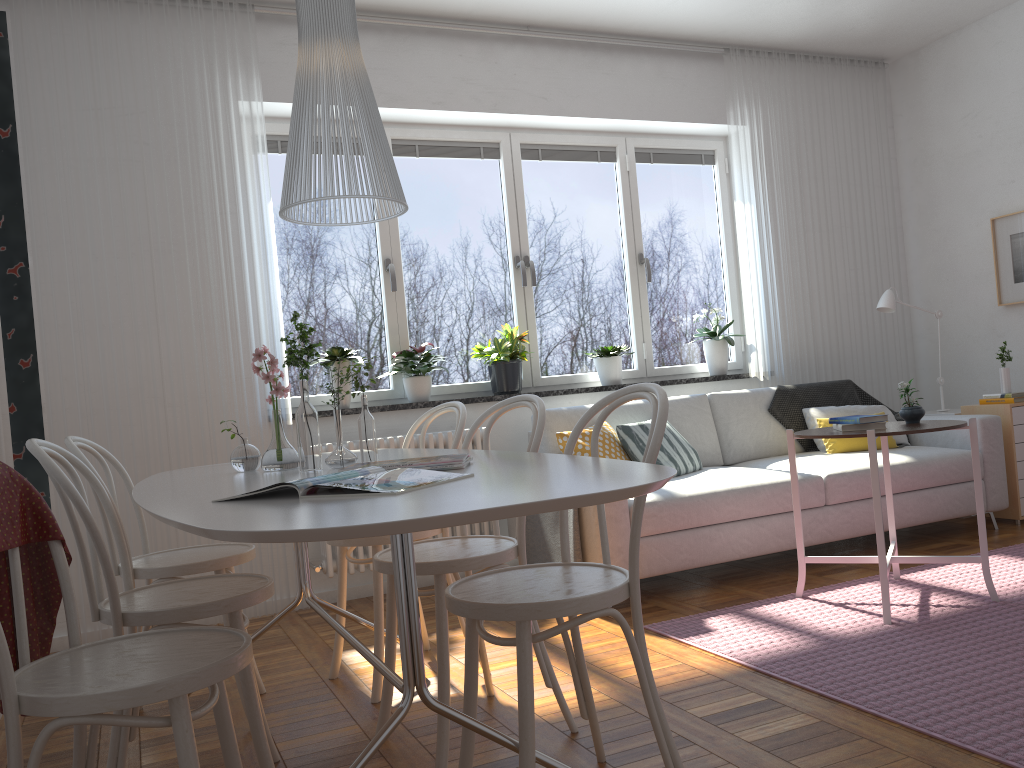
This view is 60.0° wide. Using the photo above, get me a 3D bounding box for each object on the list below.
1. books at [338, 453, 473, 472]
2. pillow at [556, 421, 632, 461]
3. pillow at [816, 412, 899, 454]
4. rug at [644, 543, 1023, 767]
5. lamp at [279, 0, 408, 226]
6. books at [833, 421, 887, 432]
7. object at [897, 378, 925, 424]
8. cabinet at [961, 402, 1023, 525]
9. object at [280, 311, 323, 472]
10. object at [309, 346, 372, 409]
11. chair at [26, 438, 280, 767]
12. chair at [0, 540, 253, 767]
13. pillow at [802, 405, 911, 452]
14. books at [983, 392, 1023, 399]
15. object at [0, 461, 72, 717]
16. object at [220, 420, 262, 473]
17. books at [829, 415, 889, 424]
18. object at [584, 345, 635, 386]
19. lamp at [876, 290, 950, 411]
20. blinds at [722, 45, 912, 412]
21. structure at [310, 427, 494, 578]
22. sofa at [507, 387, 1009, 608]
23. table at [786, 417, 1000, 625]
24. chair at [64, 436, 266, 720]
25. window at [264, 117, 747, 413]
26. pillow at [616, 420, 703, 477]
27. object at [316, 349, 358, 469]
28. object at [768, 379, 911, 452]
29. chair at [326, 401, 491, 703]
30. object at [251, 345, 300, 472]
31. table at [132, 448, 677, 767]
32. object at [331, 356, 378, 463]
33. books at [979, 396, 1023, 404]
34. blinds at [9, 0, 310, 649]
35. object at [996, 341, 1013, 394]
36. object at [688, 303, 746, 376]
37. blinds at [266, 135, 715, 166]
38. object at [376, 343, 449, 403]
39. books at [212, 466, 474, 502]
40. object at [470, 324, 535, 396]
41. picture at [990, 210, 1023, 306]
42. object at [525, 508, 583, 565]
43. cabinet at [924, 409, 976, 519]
[{"bbox_3d":[-0.234,0.183,1.981,0.278,0.022,0.204,-5,-1,3],"label":"books"},{"bbox_3d":[0.433,0.340,4.309,0.313,0.318,0.464,-5,-1,34],"label":"pillow"},{"bbox_3d":[1.849,0.262,4.756,0.401,0.194,0.211,-5,0,-6],"label":"pillow"},{"bbox_3d":[2.088,0.768,2.769,2.456,0.008,2.367,-5,-1,-24],"label":"rug"},{"bbox_3d":[-0.452,-1.138,2.035,0.293,1.496,0.292,-5,0,21],"label":"lamp"},{"bbox_3d":[1.340,0.160,3.425,0.162,0.026,0.209,-5,-1,11],"label":"books"},{"bbox_3d":[1.561,0.066,3.475,0.108,0.174,0.096,-5,0,-45],"label":"object"},{"bbox_3d":[2.753,0.422,4.885,0.349,0.643,0.301,-5,0,-24],"label":"cabinet"},{"bbox_3d":[-0.539,0.016,2.312,0.107,0.419,0.111,-5,0,-35],"label":"object"},{"bbox_3d":[-0.842,-0.034,4.430,0.292,0.315,0.354,-5,-1,-32],"label":"object"},{"bbox_3d":[-0.844,0.564,2.152,0.520,0.917,0.448,-5,0,-23],"label":"chair"},{"bbox_3d":[-0.726,0.544,1.576,0.520,0.917,0.448,-5,0,-13],"label":"chair"},{"bbox_3d":[1.922,0.242,4.953,0.532,0.259,0.301,-5,0,-10],"label":"pillow"},{"bbox_3d":[2.715,0.062,4.879,0.136,0.024,0.175,-5,-1,-24],"label":"books"},{"bbox_3d":[-0.932,0.386,1.538,0.201,0.579,0.491,-5,0,-9],"label":"object"},{"bbox_3d":[-0.775,0.176,2.530,0.112,0.151,0.087,-5,0,-1],"label":"object"},{"bbox_3d":[1.328,0.135,3.402,0.136,0.024,0.175,-5,-1,-19],"label":"books"},{"bbox_3d":[0.563,-0.111,5.093,0.267,0.237,0.284,-5,-1,-42],"label":"object"},{"bbox_3d":[1.175,0.192,3.605,0.332,1.346,4.588,-5,-1,36],"label":"lamp"},{"bbox_3d":[1.972,-0.629,5.551,1.292,2.887,0.055,-5,0,-24],"label":"blinds"},{"bbox_3d":[-0.525,0.564,4.376,0.972,0.624,0.224,-5,0,-24],"label":"structure"},{"bbox_3d":[1.264,0.452,4.573,2.460,0.843,1.004,-5,-1,-24],"label":"sofa"},{"bbox_3d":[1.436,0.495,3.414,0.617,0.687,0.618,-5,0,-25],"label":"table"},{"bbox_3d":[-1.068,0.594,2.771,0.520,0.917,0.448,-5,0,-18],"label":"chair"},{"bbox_3d":[0.056,-0.705,5.026,3.018,1.510,0.151,-5,0,-24],"label":"window"},{"bbox_3d":[0.744,0.311,4.428,0.310,0.288,0.469,-6,-1,37],"label":"pillow"},{"bbox_3d":[-0.451,0.063,2.283,0.084,0.308,0.084,-5,0,21],"label":"object"},{"bbox_3d":[1.959,0.294,5.132,0.677,0.648,0.978,-5,-1,36],"label":"object"},{"bbox_3d":[0.852,0.227,4.031,3.692,1.342,0.448,-5,0,-38],"label":"chair"},{"bbox_3d":[-0.651,0.064,2.452,0.108,0.349,0.111,-5,0,36],"label":"object"},{"bbox_3d":[-0.413,0.600,2.224,0.931,0.770,2.290,-5,-1,-24],"label":"table"},{"bbox_3d":[-0.415,0.070,2.445,0.146,0.294,0.098,-5,0,10],"label":"object"},{"bbox_3d":[2.722,0.088,4.883,0.163,0.028,0.211,-5,-1,-24],"label":"books"},{"bbox_3d":[-1.560,-0.333,4.007,1.037,2.887,0.055,-5,0,-24],"label":"blinds"},{"bbox_3d":[2.706,-0.093,4.864,0.081,0.287,0.085,-5,0,-17],"label":"object"},{"bbox_3d":[1.219,-0.269,5.442,0.286,0.444,0.340,-5,0,-35],"label":"object"},{"bbox_3d":[-0.014,-1.323,5.057,2.843,0.098,0.015,-5,0,-24],"label":"blinds"},{"bbox_3d":[-0.500,-0.058,4.638,0.371,0.308,0.379,-6,-1,41],"label":"object"},{"bbox_3d":[-0.312,0.181,1.653,0.405,0.029,0.265,-6,-1,26],"label":"books"},{"bbox_3d":[-0.051,-0.134,4.806,0.333,0.384,0.299,-5,0,-8],"label":"object"},{"bbox_3d":[2.976,-0.736,5.089,0.050,0.524,0.431,-5,0,-24],"label":"picture"},{"bbox_3d":[0.263,0.601,4.032,0.288,0.533,0.608,-5,0,-24],"label":"object"},{"bbox_3d":[2.637,0.461,5.287,0.400,0.600,0.400,-5,0,-24],"label":"cabinet"}]
